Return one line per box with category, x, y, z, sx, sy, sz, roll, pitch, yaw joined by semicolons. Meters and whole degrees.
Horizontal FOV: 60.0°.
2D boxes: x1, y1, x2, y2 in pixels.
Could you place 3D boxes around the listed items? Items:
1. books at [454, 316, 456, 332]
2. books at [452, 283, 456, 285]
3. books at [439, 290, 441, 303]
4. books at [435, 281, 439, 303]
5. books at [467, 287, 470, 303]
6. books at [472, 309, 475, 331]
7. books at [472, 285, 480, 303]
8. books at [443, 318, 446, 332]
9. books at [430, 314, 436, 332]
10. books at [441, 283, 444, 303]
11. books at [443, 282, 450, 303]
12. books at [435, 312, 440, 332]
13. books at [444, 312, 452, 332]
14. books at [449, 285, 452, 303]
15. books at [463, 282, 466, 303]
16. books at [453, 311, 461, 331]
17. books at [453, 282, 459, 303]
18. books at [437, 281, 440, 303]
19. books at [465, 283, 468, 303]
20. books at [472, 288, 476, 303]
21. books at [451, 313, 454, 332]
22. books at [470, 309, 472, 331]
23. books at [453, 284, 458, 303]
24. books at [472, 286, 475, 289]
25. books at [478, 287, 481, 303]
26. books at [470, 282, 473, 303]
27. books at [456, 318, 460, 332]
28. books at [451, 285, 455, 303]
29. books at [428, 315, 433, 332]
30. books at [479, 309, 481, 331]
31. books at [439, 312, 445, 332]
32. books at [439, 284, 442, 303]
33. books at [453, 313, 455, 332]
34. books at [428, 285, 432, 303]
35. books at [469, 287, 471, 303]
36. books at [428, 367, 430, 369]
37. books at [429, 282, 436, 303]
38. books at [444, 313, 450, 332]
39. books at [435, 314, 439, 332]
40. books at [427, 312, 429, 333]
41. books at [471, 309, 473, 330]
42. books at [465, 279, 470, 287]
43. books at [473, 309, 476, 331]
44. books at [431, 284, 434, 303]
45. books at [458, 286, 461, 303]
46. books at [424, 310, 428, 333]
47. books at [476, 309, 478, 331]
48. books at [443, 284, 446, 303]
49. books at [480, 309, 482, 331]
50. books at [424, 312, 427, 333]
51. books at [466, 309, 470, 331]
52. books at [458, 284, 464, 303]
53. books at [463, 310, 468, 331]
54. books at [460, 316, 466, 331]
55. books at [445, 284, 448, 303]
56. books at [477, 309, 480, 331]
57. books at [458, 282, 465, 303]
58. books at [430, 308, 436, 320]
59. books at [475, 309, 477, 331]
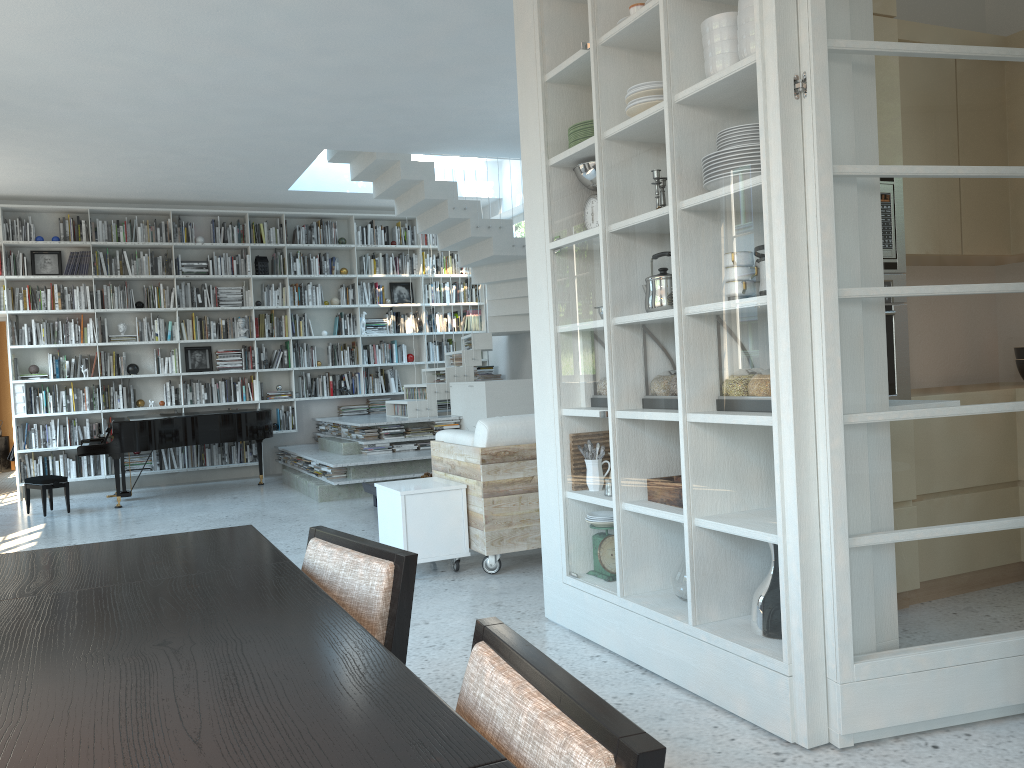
books;-0.767;-0.778;11.633;0.014;0.207;0.138;-4;2;-25
books;-0.753;-1.181;11.642;0.010;0.274;0.130;-4;2;-25
books;-0.964;-1.121;11.532;0.027;0.179;0.157;-4;1;-25
books;-0.999;-1.178;11.513;0.022;0.297;0.162;-4;2;-25
books;-0.604;-1.158;11.676;0.025;0.211;0.188;-4;1;-25
books;-0.541;-0.835;11.711;0.018;0.293;0.169;-4;2;-25
books;-0.488;-1.206;11.734;0.042;0.292;0.186;-4;2;-25
books;-0.899;-0.761;11.541;0.023;0.189;0.169;-4;1;-25
books;-1.027;-0.780;11.484;0.022;0.243;0.170;-4;2;-25
books;-0.929;-1.169;11.543;0.025;0.271;0.152;-4;2;-25
books;-0.860;-1.179;11.567;0.030;0.284;0.166;-4;2;-25
books;-0.977;-0.794;11.518;0.022;0.265;0.157;-4;2;-25
books;-0.837;-0.799;11.586;0.029;0.259;0.171;-4;2;-25
books;-0.820;-1.167;11.601;0.012;0.254;0.161;-4;2;-25
books;-0.650;-1.188;11.659;0.013;0.277;0.188;-4;2;-25
books;-0.723;-0.816;11.639;0.026;0.278;0.170;-4;2;-25
books;-0.736;-1.191;11.645;0.024;0.292;0.132;-4;2;-25
books;-0.979;-1.177;11.510;0.012;0.293;0.165;-4;2;-25
books;-0.630;-1.185;11.666;0.028;0.268;0.173;-4;2;-25
books;-0.533;-1.154;11.708;0.029;0.195;0.192;-4;1;-25
books;-0.801;-0.799;11.611;0.012;0.254;0.161;-4;2;-25
books;-0.569;-0.833;11.683;0.018;0.293;0.169;-4;2;-25
books;-0.758;-1.173;11.613;0.023;0.258;0.184;-4;2;-25
books;-0.525;-1.173;11.750;0.024;0.230;0.131;-4;2;-25
books;-0.458;-1.171;11.749;0.021;0.219;0.184;-4;1;-25
books;-0.561;-1.197;11.713;0.013;0.283;0.149;-4;2;-25
books;-0.732;-0.766;11.605;0.024;0.181;0.191;-4;1;-25
books;-0.785;-1.164;11.594;0.045;0.245;0.177;-4;1;-25
books;-1.078;-0.774;11.491;0.066;0.236;0.144;-4;2;-25
books;-0.454;-0.840;11.739;0.018;0.293;0.169;-4;2;-25
books;-0.936;-0.795;11.523;0.056;0.261;0.176;-4;2;-25
books;-0.943;-1.163;11.527;0.013;0.260;0.158;-4;2;-25
books;-0.785;-0.798;11.622;0.025;0.249;0.134;-4;2;-25
books;-1.081;-1.148;11.451;0.023;0.248;0.182;-4;1;-25
books;-0.585;-1.164;11.695;0.025;0.220;0.177;-4;1;-25
books;-1.079;-0.066;11.399;0.011;0.293;0.144;-4;2;-25
books;-1.030;-1.170;11.471;0.014;0.285;0.185;-4;2;-25
books;-0.855;-0.792;11.566;0.022;0.247;0.181;-4;1;-25
books;-0.993;-0.783;11.498;0.026;0.246;0.180;-4;1;-25
books;-1.114;-0.793;11.475;0.010;0.279;0.147;-4;2;-25
books;-0.558;-0.834;11.703;0.018;0.293;0.169;-4;2;-25
books;-0.577;-1.220;11.715;0.013;0.330;0.140;-4;2;-25
books;-0.523;-0.836;11.714;0.018;0.293;0.169;-4;2;-25
books;-1.053;-1.154;11.476;0.026;0.256;0.173;-4;2;-25
books;-0.712;-1.165;11.657;0.028;0.237;0.146;-4;2;-25
books;-1.128;-0.799;11.457;0.010;0.293;0.164;-4;2;-25
books;-0.490;-0.838;11.729;0.018;0.293;0.169;-4;2;-25
books;-0.903;-1.165;11.544;0.024;0.259;0.156;-4;2;-25
books;-0.442;-0.840;11.756;0.018;0.293;0.169;-4;2;-25
books;-1.138;-0.791;11.437;0.025;0.277;0.160;-4;2;-25
books;-0.596;-0.831;11.686;0.033;0.294;0.169;-4;2;-25
books;-0.683;-1.174;11.658;0.025;0.252;0.160;-4;2;-25
books;-0.630;-0.827;11.670;0.072;0.291;0.169;-4;2;-25
books;-0.665;-0.785;11.653;0.088;0.217;0.167;-4;1;-25
books;-0.881;-1.168;11.552;0.022;0.263;0.172;-4;2;-25
books;-0.475;-0.838;11.741;0.018;0.293;0.169;-4;2;-25
books;-0.664;-1.191;11.657;0.012;0.283;0.151;-4;2;-25
books;-1.021;-0.820;11.507;0.012;0.322;0.141;-4;2;-25
books;-0.508;-0.837;11.726;0.018;0.293;0.169;-4;2;-25
